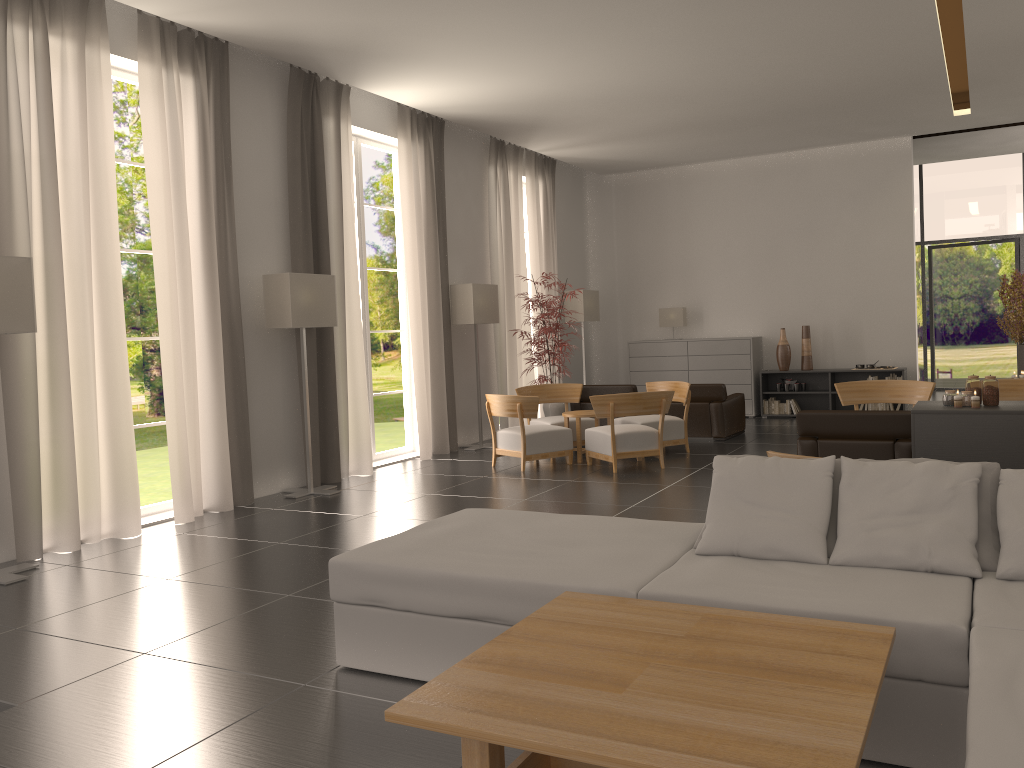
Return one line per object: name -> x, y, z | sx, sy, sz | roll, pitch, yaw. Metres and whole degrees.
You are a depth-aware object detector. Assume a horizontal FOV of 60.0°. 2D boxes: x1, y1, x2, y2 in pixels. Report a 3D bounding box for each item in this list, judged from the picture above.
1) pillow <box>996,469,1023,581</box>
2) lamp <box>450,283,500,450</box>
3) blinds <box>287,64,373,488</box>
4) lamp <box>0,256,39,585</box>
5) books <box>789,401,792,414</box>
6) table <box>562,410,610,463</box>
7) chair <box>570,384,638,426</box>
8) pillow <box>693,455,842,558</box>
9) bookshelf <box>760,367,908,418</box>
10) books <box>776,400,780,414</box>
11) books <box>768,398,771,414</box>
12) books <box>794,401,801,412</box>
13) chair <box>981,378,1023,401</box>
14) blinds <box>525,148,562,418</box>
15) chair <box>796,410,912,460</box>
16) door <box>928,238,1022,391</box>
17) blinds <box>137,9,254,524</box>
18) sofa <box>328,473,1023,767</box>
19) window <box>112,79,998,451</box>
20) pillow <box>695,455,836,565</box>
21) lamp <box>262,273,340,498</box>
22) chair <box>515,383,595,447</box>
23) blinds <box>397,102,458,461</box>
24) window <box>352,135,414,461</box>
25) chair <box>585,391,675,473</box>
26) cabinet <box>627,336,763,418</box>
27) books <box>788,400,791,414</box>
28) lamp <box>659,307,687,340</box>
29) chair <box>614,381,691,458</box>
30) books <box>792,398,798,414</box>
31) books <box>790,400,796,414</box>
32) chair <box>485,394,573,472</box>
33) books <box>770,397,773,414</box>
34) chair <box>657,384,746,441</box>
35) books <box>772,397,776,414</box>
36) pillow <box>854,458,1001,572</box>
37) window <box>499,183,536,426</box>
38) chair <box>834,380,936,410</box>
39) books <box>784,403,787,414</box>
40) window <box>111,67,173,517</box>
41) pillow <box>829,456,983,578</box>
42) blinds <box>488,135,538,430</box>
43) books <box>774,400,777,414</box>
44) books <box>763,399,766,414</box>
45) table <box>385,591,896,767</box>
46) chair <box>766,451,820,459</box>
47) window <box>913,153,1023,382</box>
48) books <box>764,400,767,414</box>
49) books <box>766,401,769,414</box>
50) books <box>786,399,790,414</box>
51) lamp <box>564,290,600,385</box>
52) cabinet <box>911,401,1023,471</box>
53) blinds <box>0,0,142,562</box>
pillow -> 3.111, 0.765, 4.875 | 0.797, 0.580, 0.626 | -1, 3, 29
lamp -> -0.668, -0.344, 17.310 | 0.908, 3.176, 1.001 | -1, 3, 28
blinds -> -2.893, -1.685, 13.924 | 0.414, 6.427, 1.551 | -1, 3, 32
lamp -> -5.254, 0.339, 8.736 | 0.908, 3.176, 1.001 | -1, 3, 28
books -> 6.442, 0.540, 20.494 | 0.017, 0.305, 0.239 | -1, 3, 28
table -> 1.311, 0.885, 15.181 | 0.870, 0.802, 0.870 | -5, 4, -39
chair -> 2.129, 0.517, 18.483 | 1.537, 1.075, 1.501 | -1, 3, 28
pillow -> 1.697, 0.785, 5.783 | 0.919, 0.577, 0.550 | -1, 3, 28
bookshelf -> 7.306, 0.210, 20.211 | 3.080, 1.078, 0.741 | -1, 3, 28
books -> 6.192, 0.540, 20.624 | 0.054, 0.311, 0.244 | -1, 3, 28
books -> 6.041, 0.518, 20.723 | 0.039, 0.357, 0.210 | -1, 3, 28
books -> 6.588, 0.547, 20.408 | 0.142, 0.289, 0.252 | -1, 3, 28
chair -> 7.244, 0.566, 12.525 | 1.451, 1.226, 1.152 | -1, 3, 28
blinds -> 0.764, -2.229, 20.756 | 0.417, 6.427, 1.551 | -1, 2, 24
chair -> 4.492, 0.825, 11.356 | 1.537, 1.075, 1.501 | -1, 3, 28
door -> 13.179, -1.907, 25.295 | 2.377, 4.266, 0.100 | 0, 3, 43
blinds -> -4.120, -1.502, 11.626 | 0.417, 6.427, 1.551 | -1, 2, 24
sofa -> 0.735, 1.352, 3.771 | 5.524, 1.204, 5.610 | -1, 4, 28
window -> 11.609, -4.849, 18.827 | 99.104, 20.566, 48.672 | -1, 4, 28
pillow -> 1.627, 0.774, 5.660 | 0.801, 0.598, 0.586 | -1, 3, 28
lamp -> -3.012, 0.005, 12.928 | 0.908, 3.176, 1.001 | -1, 3, 28
chair -> 0.861, 0.632, 16.246 | 1.452, 1.226, 1.151 | -4, 3, -27
blinds -> -1.557, -1.883, 16.417 | 0.417, 6.427, 1.551 | -1, 2, 24
window -> -2.645, -1.485, 15.665 | 0.110, 5.746, 2.646 | -1, 3, 28
chair -> 1.818, 0.714, 14.108 | 1.452, 1.226, 1.151 | -3, 3, -17
cabinet -> 4.507, -0.166, 21.829 | 3.080, 1.875, 1.041 | -1, 3, 28
books -> 6.420, 0.531, 20.496 | 0.019, 0.324, 0.254 | -1, 3, 28
lamp -> 4.034, -1.506, 22.208 | 0.619, 0.795, 0.310 | -1, 3, 28
chair -> 2.499, 0.596, 15.671 | 1.151, 1.226, 1.452 | -3, 3, -22
books -> 6.538, 0.516, 20.442 | 0.138, 0.354, 0.236 | -1, 3, 28
books -> 6.502, 0.533, 20.453 | 0.130, 0.322, 0.252 | -1, 3, 28
chair -> 0.254, 0.745, 14.702 | 1.151, 1.226, 1.452 | -4, 3, -37
books -> 6.070, 0.504, 20.702 | 0.029, 0.385, 0.220 | -1, 3, 28
chair -> 3.703, 0.500, 17.639 | 1.537, 1.075, 1.501 | -1, 3, 28
books -> 6.115, 0.504, 20.670 | 0.039, 0.384, 0.233 | -1, 3, 28
pillow -> 2.467, 0.775, 5.366 | 0.919, 0.591, 0.558 | -1, 3, 28
window -> -0.155, -1.855, 20.320 | 0.110, 5.746, 2.646 | -1, 3, 28
chair -> 5.605, 0.585, 13.404 | 1.451, 1.226, 1.152 | -1, 3, 28
books -> 6.359, 0.567, 20.581 | 0.054, 0.249, 0.167 | -1, 3, 28
window -> -5.135, -1.114, 11.011 | 0.110, 5.746, 2.646 | -1, 3, 28
pillow -> 2.345, 0.767, 5.276 | 0.801, 0.595, 0.596 | -1, 3, 29
blinds -> -0.036, -2.110, 19.266 | 0.414, 6.427, 1.551 | -1, 3, 32
books -> 6.151, 0.537, 20.651 | 0.039, 0.318, 0.236 | -1, 3, 28
books -> 5.923, 0.530, 20.763 | 0.022, 0.338, 0.253 | -1, 3, 28
table -> 0.629, 1.556, 3.602 | 1.600, 0.839, 1.602 | -1, 3, 28
chair -> 2.713, 1.102, 6.649 | 1.151, 1.226, 1.452 | -4, 3, -37
window -> 9.626, -3.400, 26.756 | 10.307, 7.376, 0.100 | -1, 3, 28
books -> 5.963, 0.545, 20.758 | 0.048, 0.305, 0.226 | -1, 3, 28
books -> 5.998, 0.542, 20.728 | 0.039, 0.312, 0.246 | -1, 3, 28
books -> 6.402, 0.527, 20.544 | 0.054, 0.328, 0.187 | -1, 3, 28
lamp -> 1.781, -0.708, 21.888 | 0.908, 3.176, 1.001 | -1, 3, 28
cabinet -> 5.471, 0.837, 9.116 | 2.400, 1.239, 1.121 | -1, 3, 28
blinds -> -5.031, -1.367, 9.927 | 0.414, 6.427, 1.551 | -1, 3, 32
